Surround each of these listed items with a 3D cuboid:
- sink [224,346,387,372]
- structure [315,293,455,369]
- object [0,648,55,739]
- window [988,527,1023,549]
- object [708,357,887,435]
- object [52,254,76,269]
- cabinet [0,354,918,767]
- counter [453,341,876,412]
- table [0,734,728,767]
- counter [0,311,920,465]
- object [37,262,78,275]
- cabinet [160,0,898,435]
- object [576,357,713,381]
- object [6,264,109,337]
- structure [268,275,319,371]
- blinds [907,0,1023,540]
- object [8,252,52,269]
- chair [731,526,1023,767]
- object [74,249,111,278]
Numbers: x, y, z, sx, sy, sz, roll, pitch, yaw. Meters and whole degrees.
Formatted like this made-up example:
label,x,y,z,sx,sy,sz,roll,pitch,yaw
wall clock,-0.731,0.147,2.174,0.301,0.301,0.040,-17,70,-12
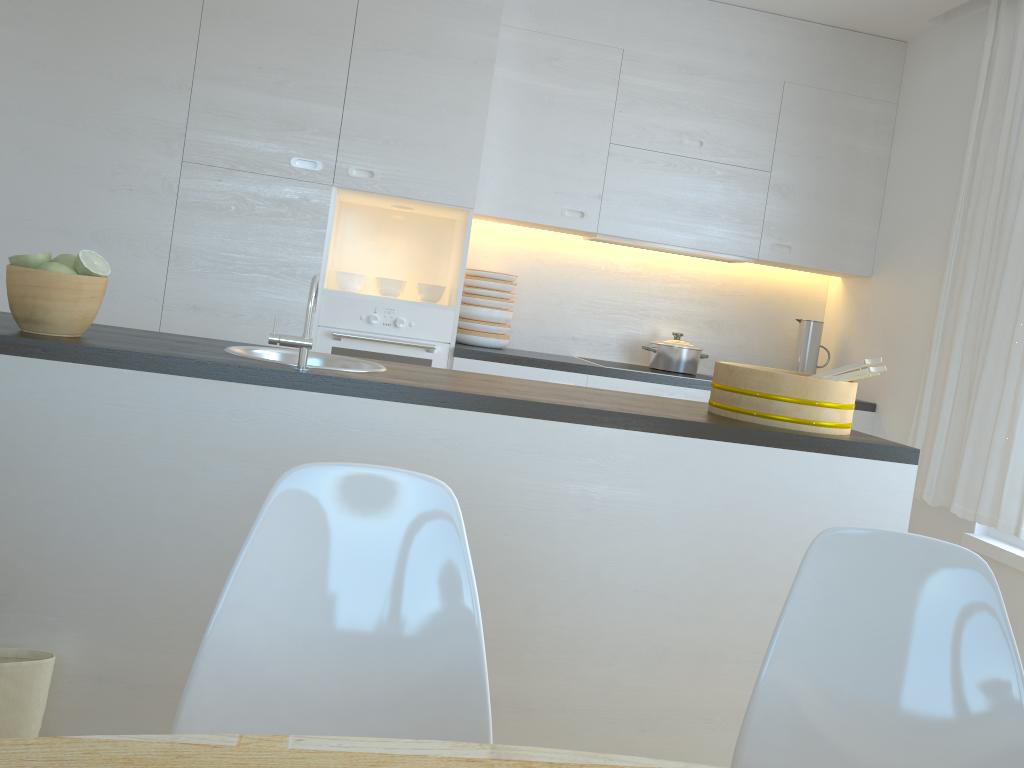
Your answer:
label,x,y,z,sx,sy,sz,roll,pitch,yaw
sink,-0.533,0.010,2.258,0.406,0.156,0.403,11,5,31
structure,-0.560,-0.050,3.758,0.560,0.595,0.049,8,1,-10
object,-0.931,0.670,1.347,0.469,0.500,1.197,6,5,-32
window,2.248,-0.209,2.060,0.088,1.913,2.739,8,4,-11
object,0.764,0.002,2.408,0.431,0.214,0.378,10,4,18
object,-1.017,-0.250,2.038,0.102,0.098,0.086,9,3,11
cabinet,-0.280,0.469,2.290,2.397,0.908,0.603,7,3,-10
counter,0.677,-0.045,4.264,1.997,0.040,0.603,7,5,-10
table,-0.026,0.771,0.286,2.186,0.724,1.199,7,4,-12
counter,-0.212,0.000,2.278,2.397,0.040,0.603,7,5,-10
object,-1.005,-0.226,1.959,0.082,0.085,0.097,11,4,44
cabinet,0.148,-0.430,4.091,3.196,2.297,0.482,7,2,-10
object,0.683,-0.062,4.268,0.653,0.013,0.564,7,5,-10
object,-1.029,-0.184,1.992,0.206,0.141,0.205,11,5,41
structure,-0.498,-0.150,2.044,0.097,0.215,0.163,8,3,-10
blinds,1.855,-0.562,3.350,0.150,2.156,0.797,8,2,-11
object,-1.076,-0.267,1.973,0.084,0.065,0.086,8,4,2
chair,0.488,0.686,1.109,0.430,0.900,0.523,8,2,10
object,-0.950,-0.266,1.999,0.074,0.071,0.077,9,3,15
